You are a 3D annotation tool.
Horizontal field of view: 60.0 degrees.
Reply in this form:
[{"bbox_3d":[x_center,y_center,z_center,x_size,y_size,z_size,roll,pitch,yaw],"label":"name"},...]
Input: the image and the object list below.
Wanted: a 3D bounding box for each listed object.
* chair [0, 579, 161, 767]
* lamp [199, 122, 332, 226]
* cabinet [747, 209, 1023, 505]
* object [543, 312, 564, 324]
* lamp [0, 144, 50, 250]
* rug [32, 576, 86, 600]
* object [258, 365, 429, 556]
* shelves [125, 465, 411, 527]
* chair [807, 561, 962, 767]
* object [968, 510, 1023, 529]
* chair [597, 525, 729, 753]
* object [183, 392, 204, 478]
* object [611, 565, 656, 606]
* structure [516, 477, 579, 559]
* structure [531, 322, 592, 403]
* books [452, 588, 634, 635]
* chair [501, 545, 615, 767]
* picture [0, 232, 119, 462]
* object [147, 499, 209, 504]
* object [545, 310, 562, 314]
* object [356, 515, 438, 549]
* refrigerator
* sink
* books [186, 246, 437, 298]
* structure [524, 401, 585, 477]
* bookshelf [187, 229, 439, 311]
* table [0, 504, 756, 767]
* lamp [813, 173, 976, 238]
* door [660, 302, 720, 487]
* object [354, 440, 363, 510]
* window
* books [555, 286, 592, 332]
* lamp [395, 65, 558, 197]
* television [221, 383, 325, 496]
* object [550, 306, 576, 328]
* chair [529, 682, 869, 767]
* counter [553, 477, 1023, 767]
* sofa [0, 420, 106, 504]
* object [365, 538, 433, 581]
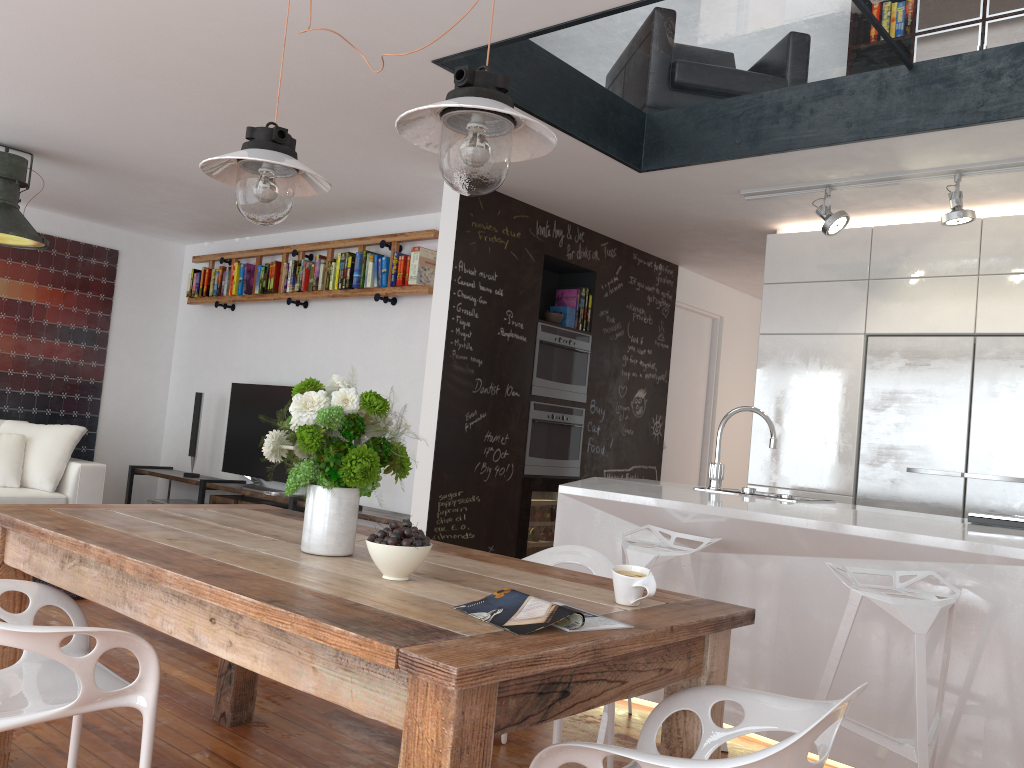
[{"bbox_3d":[-1.133,0.722,1.983,0.505,0.710,0.577,9,-5,-44],"label":"chair"},{"bbox_3d":[-0.712,-0.613,2.580,0.372,0.306,0.372,3,-4,35],"label":"lamp"},{"bbox_3d":[2.667,0.354,4.958,2.404,2.506,0.946,3,-4,41],"label":"cabinet"},{"bbox_3d":[0.270,-0.425,5.826,0.132,0.069,0.132,6,-3,-16],"label":"object"},{"bbox_3d":[-3.047,-1.141,5.291,0.572,0.561,0.572,9,-5,-44],"label":"lamp"},{"bbox_3d":[-3.494,1.001,4.642,1.895,0.019,3.193,3,-4,41],"label":"rug"},{"bbox_3d":[-0.434,0.185,2.257,0.432,0.476,0.371,6,-3,-8],"label":"object"},{"bbox_3d":[-1.831,1.024,6.557,3.473,0.506,0.414,3,-4,41],"label":"shelves"},{"bbox_3d":[1.147,0.953,2.652,0.492,0.765,0.428,6,-3,-4],"label":"chair"},{"bbox_3d":[1.894,0.515,3.341,0.298,0.036,0.325,3,-4,31],"label":"object"},{"bbox_3d":[0.508,0.929,3.293,0.428,0.765,0.492,8,-4,-39],"label":"chair"},{"bbox_3d":[-2.563,0.412,7.202,0.089,0.687,0.089,4,-4,26],"label":"object"},{"bbox_3d":[0.266,0.431,1.875,0.082,0.078,0.127,9,-5,-44],"label":"object"},{"bbox_3d":[0.248,0.996,5.746,0.081,0.763,0.582,3,-4,41],"label":"structure"},{"bbox_3d":[0.349,-0.131,5.816,0.052,0.462,0.585,3,-4,41],"label":"structure"},{"bbox_3d":[0.057,0.421,1.663,0.267,0.035,0.218,8,-4,-35],"label":"books"},{"bbox_3d":[0.077,0.885,2.818,0.577,0.710,0.505,3,-4,31],"label":"chair"},{"bbox_3d":[-4.361,-0.227,6.487,0.007,2.136,2.770,3,-4,41],"label":"picture"},{"bbox_3d":[-2.753,1.054,7.318,0.350,0.170,0.400,3,-4,40],"label":"object"},{"bbox_3d":[0.281,-0.458,5.823,0.116,0.042,0.077,8,-4,-36],"label":"object"},{"bbox_3d":[-0.246,0.335,1.940,0.159,0.095,0.141,4,-4,26],"label":"object"},{"bbox_3d":[2.342,0.646,4.594,1.119,1.811,0.142,3,-4,41],"label":"refrigerator"},{"bbox_3d":[1.160,0.394,4.038,0.492,0.570,0.459,3,-4,41],"label":"sink"},{"bbox_3d":[-0.350,-1.591,6.100,5.671,1.974,0.733,4,-4,30],"label":"books"},{"bbox_3d":[0.302,0.368,5.787,0.052,0.462,0.585,3,-4,41],"label":"structure"},{"bbox_3d":[-1.611,-0.816,6.747,2.983,0.465,0.161,3,-4,41],"label":"bookshelf"},{"bbox_3d":[-0.524,0.784,2.219,1.910,0.735,0.969,3,-4,41],"label":"table"},{"bbox_3d":[2.046,-0.853,4.147,1.324,0.254,0.154,3,-4,41],"label":"lamp"},{"bbox_3d":[1.371,0.496,7.210,0.120,2.236,0.823,3,-4,41],"label":"door"},{"bbox_3d":[-1.012,0.482,5.847,0.089,0.687,0.089,8,-4,-39],"label":"object"},{"bbox_3d":[1.236,-1.434,3.212,2.700,0.035,1.546,3,-4,41],"label":"window"},{"bbox_3d":[0.407,-0.513,6.100,0.230,0.303,0.152,3,-4,41],"label":"books"},{"bbox_3d":[-0.080,-0.584,2.039,0.372,0.306,0.372,5,-3,2],"label":"lamp"},{"bbox_3d":[-1.765,0.404,6.594,1.230,0.786,0.298,3,-4,41],"label":"television"},{"bbox_3d":[0.337,-0.445,5.960,0.136,0.136,0.110,3,-4,34],"label":"object"},{"bbox_3d":[0.341,0.839,1.591,0.505,0.710,0.577,3,-4,36],"label":"chair"},{"bbox_3d":[1.220,0.944,3.582,2.289,0.903,0.956,3,-4,41],"label":"counter"},{"bbox_3d":[-4.183,0.555,5.288,0.987,0.842,3.086,3,-4,41],"label":"sofa"},{"bbox_3d":[-0.251,0.384,1.938,0.146,0.079,0.146,8,-4,-41],"label":"object"}]
